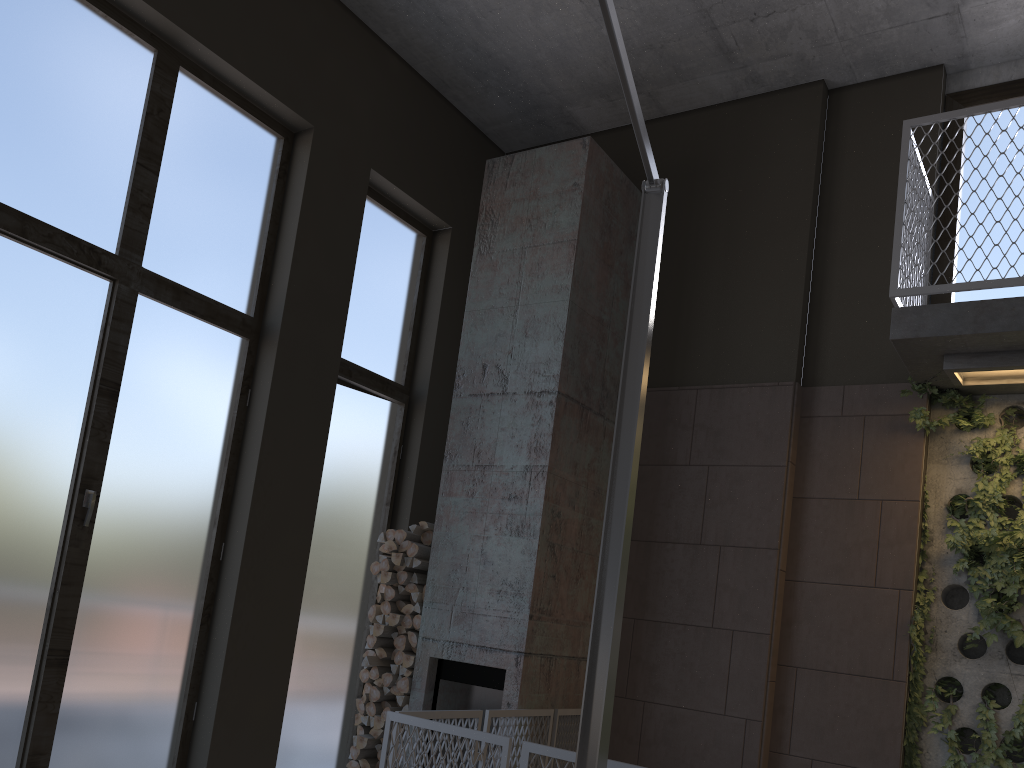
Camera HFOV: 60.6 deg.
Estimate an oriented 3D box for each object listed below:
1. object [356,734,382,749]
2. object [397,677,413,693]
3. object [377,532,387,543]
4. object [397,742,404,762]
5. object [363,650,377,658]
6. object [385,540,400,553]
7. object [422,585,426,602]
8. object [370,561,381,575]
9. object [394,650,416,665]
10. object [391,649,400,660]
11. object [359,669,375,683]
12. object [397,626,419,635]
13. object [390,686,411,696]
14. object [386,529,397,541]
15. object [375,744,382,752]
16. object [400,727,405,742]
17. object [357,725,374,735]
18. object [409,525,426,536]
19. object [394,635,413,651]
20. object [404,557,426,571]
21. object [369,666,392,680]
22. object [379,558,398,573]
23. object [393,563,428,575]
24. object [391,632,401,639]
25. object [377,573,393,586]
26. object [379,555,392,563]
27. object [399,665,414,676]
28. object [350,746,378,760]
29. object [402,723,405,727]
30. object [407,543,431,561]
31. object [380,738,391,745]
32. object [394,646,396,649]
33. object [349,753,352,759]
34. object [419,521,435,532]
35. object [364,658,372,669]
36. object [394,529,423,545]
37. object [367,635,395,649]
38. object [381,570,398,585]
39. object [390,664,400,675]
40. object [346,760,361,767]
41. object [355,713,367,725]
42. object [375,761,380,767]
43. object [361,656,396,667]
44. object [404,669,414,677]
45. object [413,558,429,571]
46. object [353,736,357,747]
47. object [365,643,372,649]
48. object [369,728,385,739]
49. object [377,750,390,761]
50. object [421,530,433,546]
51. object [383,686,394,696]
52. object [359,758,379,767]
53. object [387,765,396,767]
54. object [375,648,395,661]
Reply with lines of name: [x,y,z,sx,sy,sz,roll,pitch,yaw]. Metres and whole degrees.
object: [-0.824,2.345,5.755,0.093,0.081,0.493,0,-17,33]
object: [-0.606,1.928,5.615,0.101,0.100,0.301,0,-16,33]
object: [-0.751,1.076,5.980,0.067,0.067,0.435,0,-16,33]
object: [-0.603,2.350,5.610,0.064,0.122,0.374,1,-15,36]
object: [-0.837,1.830,5.912,0.122,0.066,0.374,-1,-17,32]
object: [-0.676,1.124,5.904,0.113,0.078,0.447,-1,-17,33]
object: [-0.454,1.398,5.764,0.063,0.123,0.374,2,-15,33]
object: [-0.783,1.277,5.956,0.091,0.090,0.449,0,-16,33]
object: [-0.594,1.813,5.776,0.092,0.091,0.449,0,-17,35]
object: [-0.642,1.809,5.842,0.101,0.084,0.373,-1,-17,35]
object: [-0.845,1.974,5.922,0.091,0.090,0.449,0,-17,35]
object: [-0.619,1.633,5.776,0.089,0.055,0.341,-1,-17,34]
object: [-0.630,2.003,5.731,0.122,0.066,0.373,-2,-18,34]
object: [-0.681,1.067,5.970,0.090,0.088,0.468,0,-16,32]
object: [-0.753,2.370,5.741,0.064,0.072,0.369,0,-16,35]
object: [-0.586,2.254,5.663,0.093,0.081,0.493,-1,-17,34]
object: [-0.897,2.349,5.901,0.070,0.115,0.374,1,-15,34]
object: [-0.561,1.008,5.892,0.065,0.071,0.369,1,-16,32]
object: [-0.641,1.696,5.739,0.098,0.104,0.302,0,-16,33]
object: [-0.561,1.213,5.833,0.067,0.065,0.434,0,-17,33]
object: [-0.767,1.944,5.880,0.091,0.087,0.468,0,-17,35]
object: [-0.710,1.248,5.906,0.091,0.087,0.468,0,-16,33]
object: [-0.612,1.258,5.875,0.114,0.077,0.447,-1,-17,33]
object: [-0.660,1.681,5.827,0.064,0.072,0.369,0,-16,35]
object: [-0.752,1.338,5.926,0.067,0.065,0.434,0,-16,33]
object: [-0.744,1.216,5.963,0.066,0.084,0.437,1,-16,32]
object: [-0.572,1.884,5.736,0.067,0.065,0.434,0,-17,35]
object: [-0.878,2.433,5.806,0.091,0.087,0.467,-1,-17,36]
object: [-0.569,2.184,5.697,0.114,0.077,0.447,-1,-17,33]
object: [-0.521,1.132,5.815,0.093,0.091,0.449,0,-16,33]
object: [-0.712,2.322,5.690,0.089,0.055,0.341,-1,-17,34]
object: [-0.665,1.766,5.910,0.104,0.100,0.300,0,-16,35]
object: [-0.914,2.462,5.861,0.067,0.069,0.435,0,-17,35]
object: [-0.491,0.977,5.883,0.087,0.054,0.341,-1,-17,33]
object: [-0.828,1.904,5.904,0.066,0.083,0.436,0,-16,36]
object: [-0.653,1.044,5.849,0.104,0.100,0.300,0,-16,33]
object: [-0.786,1.743,5.892,0.091,0.087,0.467,-1,-17,36]
object: [-0.689,1.324,5.884,0.093,0.081,0.493,0,-17,33]
object: [-0.639,1.890,5.782,0.067,0.065,0.434,0,-17,35]
object: [-0.930,2.520,5.825,0.122,0.066,0.374,-1,-17,32]
object: [-0.879,2.248,5.897,0.079,0.105,0.448,1,-16,34]
object: [-0.735,2.498,5.756,0.101,0.084,0.373,-1,-17,35]
object: [-0.820,1.845,5.806,0.071,0.071,0.434,0,-17,35]
object: [-0.590,1.855,5.619,0.063,0.047,0.257,0,-17,33]
object: [-0.494,1.208,5.788,0.066,0.066,0.434,0,-16,33]
object: [-0.887,2.358,5.798,0.067,0.065,0.434,0,-16,33]
object: [-0.822,1.773,5.948,0.067,0.069,0.435,0,-17,35]
object: [-0.747,2.278,5.746,0.114,0.077,0.447,-1,-17,33]
object: [-0.734,2.386,5.653,0.098,0.104,0.302,0,-16,33]
object: [-0.482,1.060,5.898,0.099,0.105,0.302,0,-16,35]
object: [-0.714,2.022,5.790,0.064,0.072,0.369,1,-16,32]
object: [-0.826,2.512,5.803,0.115,0.077,0.447,-1,-17,34]
object: [-0.687,2.502,5.689,0.092,0.091,0.449,0,-17,35]
object: [-0.734,1.822,5.889,0.115,0.077,0.447,-1,-17,34]
